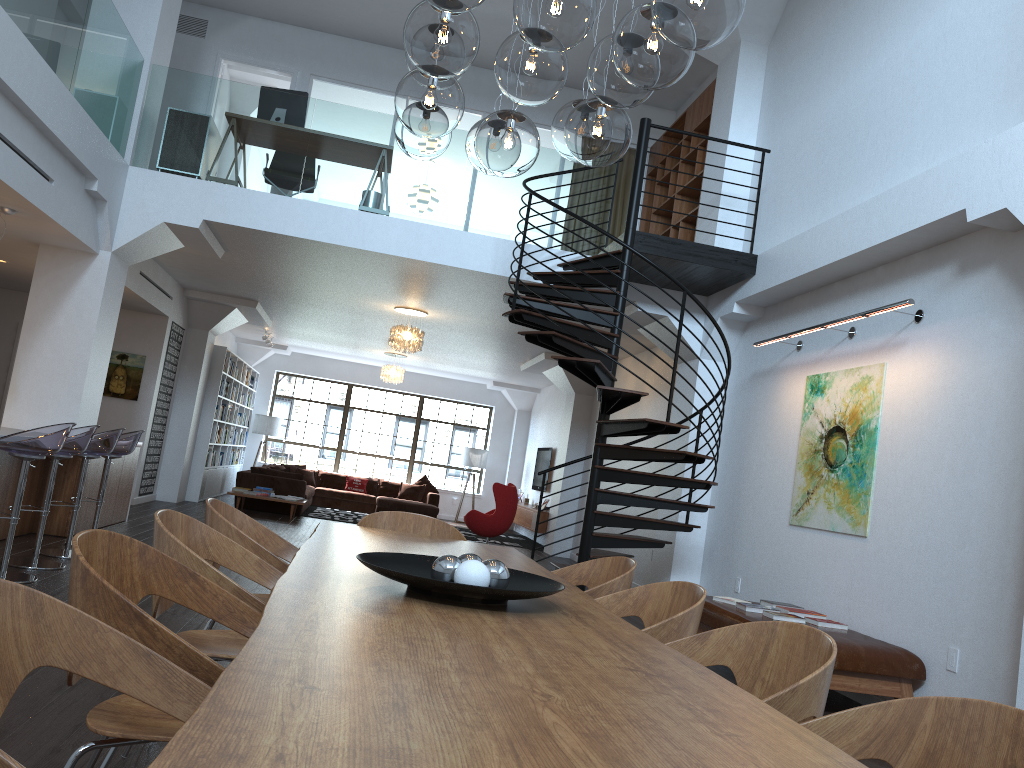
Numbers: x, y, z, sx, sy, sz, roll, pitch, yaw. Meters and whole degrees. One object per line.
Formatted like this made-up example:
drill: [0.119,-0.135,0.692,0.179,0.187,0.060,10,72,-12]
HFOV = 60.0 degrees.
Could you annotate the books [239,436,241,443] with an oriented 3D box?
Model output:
books: [-5.333,1.045,17.119,0.171,0.246,0.036,10,-6,-9]

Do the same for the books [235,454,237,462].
books: [-5.362,1.402,16.936,0.183,0.253,0.037,10,-6,-9]

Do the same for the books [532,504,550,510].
books: [0.513,2.194,15.776,0.250,0.053,0.400,10,-6,-9]

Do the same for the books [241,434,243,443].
books: [-5.372,1.086,17.371,0.161,0.221,0.035,10,-6,-9]

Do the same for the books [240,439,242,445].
books: [-5.360,1.072,17.302,0.161,0.223,0.032,10,-6,-9]

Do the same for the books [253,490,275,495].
books: [-3.789,1.662,13.533,0.312,0.037,0.216,11,-6,-19]

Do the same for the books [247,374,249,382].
books: [-5.072,-0.102,16.718,0.183,0.253,0.034,10,-6,-9]

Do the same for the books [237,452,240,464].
books: [-5.443,1.440,17.380,0.171,0.246,0.057,10,-6,-9]

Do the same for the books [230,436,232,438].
books: [-5.137,0.929,15.865,0.231,0.044,0.168,10,-6,-14]

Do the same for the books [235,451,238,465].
books: [-5.386,1.413,17.080,0.183,0.253,0.037,10,-6,-9]

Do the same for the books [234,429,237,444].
books: [-5.211,0.966,16.398,0.197,0.290,0.136,10,-6,-9]

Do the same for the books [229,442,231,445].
books: [-5.161,1.044,15.838,0.246,0.038,0.171,10,-6,-9]

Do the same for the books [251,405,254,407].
books: [-5.365,0.422,17.821,0.284,0.033,0.197,8,-6,6]

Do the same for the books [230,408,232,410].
books: [-5.006,0.415,15.492,0.223,0.027,0.161,11,-6,-19]

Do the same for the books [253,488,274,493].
books: [-3.789,1.627,13.540,0.279,0.035,0.191,9,-6,1]

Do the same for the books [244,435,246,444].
books: [-5.438,1.117,17.783,0.161,0.213,0.118,10,-6,-9]

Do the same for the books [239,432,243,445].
books: [-5.352,1.051,17.238,0.183,0.253,0.042,10,-6,-9]

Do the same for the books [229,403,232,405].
books: [-4.881,0.327,15.070,0.223,0.027,0.161,9,-6,1]

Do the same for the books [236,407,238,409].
books: [-5.028,0.401,15.820,0.224,0.030,0.161,9,-6,1]

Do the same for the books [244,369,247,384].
books: [-5.036,-0.140,16.481,0.176,0.290,0.053,10,-6,-9]

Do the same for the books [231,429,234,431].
books: [-5.100,0.805,15.873,0.208,0.024,0.144,9,-6,-4]

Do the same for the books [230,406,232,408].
books: [-4.980,0.393,15.489,0.144,0.024,0.208,9,-6,-4]

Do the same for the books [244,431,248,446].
books: [-5.461,1.089,17.935,0.176,0.290,0.053,10,-6,-9]

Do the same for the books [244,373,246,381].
books: [-5.023,-0.125,16.398,0.171,0.246,0.057,10,-6,-9]

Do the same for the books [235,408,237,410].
books: [-5.031,0.430,15.809,0.223,0.031,0.161,10,-6,-9]

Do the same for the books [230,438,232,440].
books: [-5.160,0.970,15.872,0.259,0.040,0.180,10,-6,-9]

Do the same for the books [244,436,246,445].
books: [-5.452,1.121,17.831,0.161,0.213,0.146,10,-6,-9]

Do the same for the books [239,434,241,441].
books: [-5.307,1.050,17.019,0.161,0.223,0.030,10,-6,-9]

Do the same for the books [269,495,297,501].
books: [-3.397,1.685,13.179,0.342,0.040,0.231,5,-7,31]

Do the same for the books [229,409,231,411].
books: [-4.992,0.445,15.468,0.161,0.033,0.223,10,-6,-9]

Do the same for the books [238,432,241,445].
books: [-5.297,1.029,16.950,0.174,0.251,0.051,10,-6,-9]

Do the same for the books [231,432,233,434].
books: [-5.124,0.855,15.872,0.223,0.032,0.161,10,-6,-9]

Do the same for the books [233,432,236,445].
books: [-5.180,0.979,16.297,0.182,0.253,0.098,10,-6,-9]

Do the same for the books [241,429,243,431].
books: [-5.288,0.862,16.981,0.224,0.030,0.161,9,-6,1]

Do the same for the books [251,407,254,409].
books: [-5.371,0.455,17.818,0.284,0.035,0.197,6,-6,21]

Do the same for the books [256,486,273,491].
books: [-3.779,1.597,13.542,0.224,0.027,0.157,9,-6,-4]

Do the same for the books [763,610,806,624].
books: [1.773,1.519,5.779,0.224,0.032,0.161,10,-6,-9]

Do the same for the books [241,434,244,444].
books: [-5.392,1.081,17.457,0.168,0.228,0.139,10,-6,-9]

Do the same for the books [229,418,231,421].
books: [-5.006,0.605,15.441,0.160,0.039,0.251,9,-6,-4]

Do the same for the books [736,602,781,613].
books: [1.673,1.528,6.031,0.247,0.040,0.185,9,-6,-6]

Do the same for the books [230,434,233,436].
books: [-5.134,0.888,15.861,0.253,0.040,0.183,10,-6,-9]

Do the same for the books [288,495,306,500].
books: [-3.304,1.738,13.541,0.256,0.035,0.350,7,-6,16]

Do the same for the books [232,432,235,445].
books: [-5.170,0.976,16.210,0.174,0.243,0.085,10,-6,-9]

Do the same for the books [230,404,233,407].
books: [-4.968,0.361,15.490,0.129,0.043,0.185,8,-6,6]

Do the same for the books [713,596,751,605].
books: [1.570,1.551,6.337,0.161,0.031,0.223,12,-7,-31]

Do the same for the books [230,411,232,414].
books: [-4.990,0.481,15.459,0.183,0.042,0.253,10,-6,-9]

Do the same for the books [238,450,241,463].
books: [-5.456,1.424,17.463,0.176,0.290,0.053,10,-6,-9]

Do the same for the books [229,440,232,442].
books: [-5.157,1.006,15.845,0.251,0.037,0.160,9,-6,-4]

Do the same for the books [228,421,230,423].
books: [-5.009,0.644,15.439,0.171,0.039,0.246,10,-6,-9]

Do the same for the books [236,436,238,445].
books: [-5.258,1.028,16.703,0.161,0.218,0.101,10,-6,-9]

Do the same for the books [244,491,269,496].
books: [-3.790,1.620,13.127,0.236,0.035,0.340,7,-6,16]

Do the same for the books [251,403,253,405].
books: [-5.357,0.389,17.820,0.254,0.032,0.174,6,-7,26]

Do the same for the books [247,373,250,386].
books: [-5.095,-0.092,16.852,0.183,0.253,0.034,10,-6,-9]

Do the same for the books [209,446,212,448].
books: [-4.788,0.970,13.784,0.223,0.027,0.161,9,-6,1]

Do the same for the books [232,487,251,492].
books: [-4.088,1.601,13.426,0.241,0.045,0.334,9,-6,-7]

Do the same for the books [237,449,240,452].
books: [-5.398,1.407,17.252,0.140,0.298,0.044,10,-6,-9]

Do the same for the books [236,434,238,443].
books: [-5.250,1.024,16.670,0.161,0.222,0.084,10,-6,-9]

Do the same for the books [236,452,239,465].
books: [-5.411,1.425,17.197,0.189,0.247,0.057,10,-6,-9]
